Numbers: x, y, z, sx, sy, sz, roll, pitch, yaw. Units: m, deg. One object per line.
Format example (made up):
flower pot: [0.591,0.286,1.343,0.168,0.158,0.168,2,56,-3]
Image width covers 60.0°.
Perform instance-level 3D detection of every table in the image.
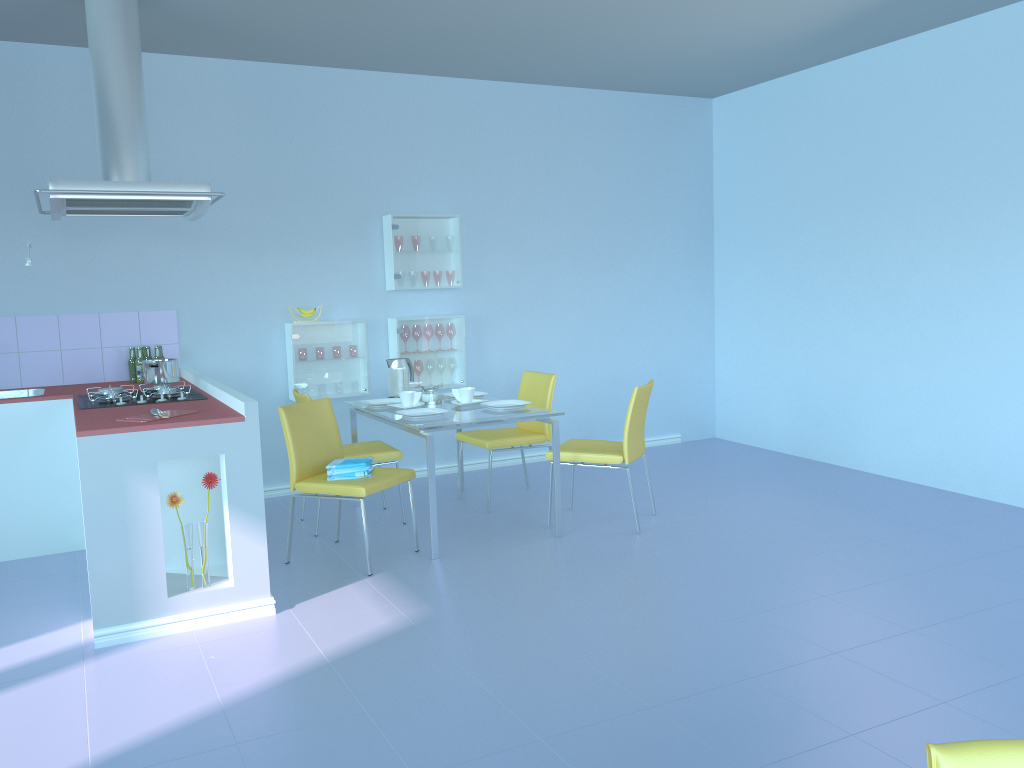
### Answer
table: [-0.330,0.408,4.550,0.730,0.590,1.173,-5,7,-26]

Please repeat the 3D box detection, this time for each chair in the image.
chair: [-0.017,0.296,4.958,0.484,0.695,0.387,-5,7,-29]
chair: [-0.736,0.429,3.952,0.484,0.695,0.387,1,7,27]
chair: [0.592,0.732,0.717,0.387,0.695,0.484,-1,6,4]
chair: [0.457,0.337,4.421,0.484,0.695,0.387,0,7,21]
chair: [-0.852,0.366,4.570,0.484,0.695,0.387,-5,7,-24]

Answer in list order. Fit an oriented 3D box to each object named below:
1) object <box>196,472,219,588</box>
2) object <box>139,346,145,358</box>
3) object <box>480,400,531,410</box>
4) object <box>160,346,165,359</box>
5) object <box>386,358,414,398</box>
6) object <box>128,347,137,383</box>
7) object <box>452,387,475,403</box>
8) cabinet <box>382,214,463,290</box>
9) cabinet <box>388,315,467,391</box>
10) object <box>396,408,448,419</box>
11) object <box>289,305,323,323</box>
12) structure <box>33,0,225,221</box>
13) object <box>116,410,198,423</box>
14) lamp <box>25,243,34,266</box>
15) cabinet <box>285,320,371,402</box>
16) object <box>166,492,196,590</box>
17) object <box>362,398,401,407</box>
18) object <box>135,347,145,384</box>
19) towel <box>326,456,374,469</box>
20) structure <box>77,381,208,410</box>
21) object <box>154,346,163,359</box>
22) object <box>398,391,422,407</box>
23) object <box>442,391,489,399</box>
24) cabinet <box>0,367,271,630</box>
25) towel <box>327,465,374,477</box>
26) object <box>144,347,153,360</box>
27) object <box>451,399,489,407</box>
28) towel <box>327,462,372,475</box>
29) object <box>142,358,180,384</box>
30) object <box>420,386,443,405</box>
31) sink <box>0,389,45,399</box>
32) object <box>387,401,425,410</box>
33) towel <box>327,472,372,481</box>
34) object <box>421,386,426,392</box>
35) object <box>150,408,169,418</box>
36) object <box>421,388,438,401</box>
object: [-1.104,0.531,3.222,0.090,0.427,0.054,-1,6,5]
object: [-1.970,-0.109,4.738,0.052,0.190,0.052,1,7,28]
object: [-0.031,0.105,4.419,0.228,0.020,0.228,-5,7,-30]
object: [-1.883,-0.111,4.751,0.052,0.187,0.052,-3,6,-8]
object: [-0.625,-0.029,4.909,0.132,0.222,0.146,0,6,16]
object: [-1.994,-0.101,4.671,0.052,0.190,0.052,1,7,28]
object: [-0.240,0.063,4.568,0.111,0.083,0.091,2,8,35]
cabinet: [-0.543,-0.810,5.458,0.450,0.450,0.173,-5,7,-26]
cabinet: [-0.522,-0.194,5.525,0.450,0.450,0.173,-5,7,-26]
object: [-0.426,0.140,4.212,0.228,0.020,0.228,-5,7,-30]
object: [-1.198,-0.409,5.174,0.203,0.100,0.077,-6,7,-34]
structure: [-1.690,-1.201,3.812,0.695,0.962,0.895,-5,7,-26]
object: [-1.310,0.118,3.284,0.151,0.006,0.269,1,7,25]
lamp: [-2.399,-0.648,4.408,0.037,0.134,0.400,-5,7,-26]
cabinet: [-1.085,-0.144,5.244,0.450,0.450,0.173,-5,7,-26]
object: [-1.190,0.567,3.197,0.085,0.365,0.050,-5,7,-28]
object: [-0.665,0.100,4.665,0.228,0.020,0.228,-5,7,-25]
object: [-1.940,-0.098,4.634,0.052,0.190,0.052,1,7,28]
towel: [-0.723,0.354,3.946,0.195,0.033,0.190,-2,6,0]
structure: [-1.655,0.038,3.943,0.500,0.047,0.600,-5,7,-26]
object: [-1.867,-0.105,4.683,0.052,0.187,0.052,-3,6,-8]
object: [-0.521,0.082,4.481,0.091,0.083,0.111,-8,9,-44]
object: [-0.255,0.065,4.862,0.228,0.020,0.228,-5,7,-30]
cabinet: [-2.299,0.475,3.582,2.200,0.800,2.139,-5,7,-26]
towel: [-0.717,0.385,3.948,0.195,0.024,0.201,-2,6,-2]
object: [-1.924,-0.104,4.698,0.052,0.187,0.052,-3,6,-8]
object: [-0.247,0.097,4.559,0.194,0.020,0.190,4,9,44]
towel: [-0.721,0.370,3.945,0.195,0.027,0.192,-3,6,-6]
object: [-1.631,-0.059,4.123,0.157,0.106,0.170,-8,8,-43]
object: [-0.415,0.059,4.681,0.166,0.081,0.123,-6,8,-35]
sink: [-2.450,0.135,4.312,0.326,0.172,0.428,-5,7,-26]
object: [-0.510,0.113,4.495,0.190,0.020,0.194,-6,8,-35]
towel: [-0.720,0.399,3.945,0.195,0.024,0.201,-3,6,-7]
object: [-0.448,0.046,4.639,0.023,0.079,0.077,1,7,28]
object: [-1.334,0.107,3.335,0.041,0.009,0.375,-5,7,-30]
object: [-0.432,0.061,4.669,0.090,0.071,0.087,1,7,28]
